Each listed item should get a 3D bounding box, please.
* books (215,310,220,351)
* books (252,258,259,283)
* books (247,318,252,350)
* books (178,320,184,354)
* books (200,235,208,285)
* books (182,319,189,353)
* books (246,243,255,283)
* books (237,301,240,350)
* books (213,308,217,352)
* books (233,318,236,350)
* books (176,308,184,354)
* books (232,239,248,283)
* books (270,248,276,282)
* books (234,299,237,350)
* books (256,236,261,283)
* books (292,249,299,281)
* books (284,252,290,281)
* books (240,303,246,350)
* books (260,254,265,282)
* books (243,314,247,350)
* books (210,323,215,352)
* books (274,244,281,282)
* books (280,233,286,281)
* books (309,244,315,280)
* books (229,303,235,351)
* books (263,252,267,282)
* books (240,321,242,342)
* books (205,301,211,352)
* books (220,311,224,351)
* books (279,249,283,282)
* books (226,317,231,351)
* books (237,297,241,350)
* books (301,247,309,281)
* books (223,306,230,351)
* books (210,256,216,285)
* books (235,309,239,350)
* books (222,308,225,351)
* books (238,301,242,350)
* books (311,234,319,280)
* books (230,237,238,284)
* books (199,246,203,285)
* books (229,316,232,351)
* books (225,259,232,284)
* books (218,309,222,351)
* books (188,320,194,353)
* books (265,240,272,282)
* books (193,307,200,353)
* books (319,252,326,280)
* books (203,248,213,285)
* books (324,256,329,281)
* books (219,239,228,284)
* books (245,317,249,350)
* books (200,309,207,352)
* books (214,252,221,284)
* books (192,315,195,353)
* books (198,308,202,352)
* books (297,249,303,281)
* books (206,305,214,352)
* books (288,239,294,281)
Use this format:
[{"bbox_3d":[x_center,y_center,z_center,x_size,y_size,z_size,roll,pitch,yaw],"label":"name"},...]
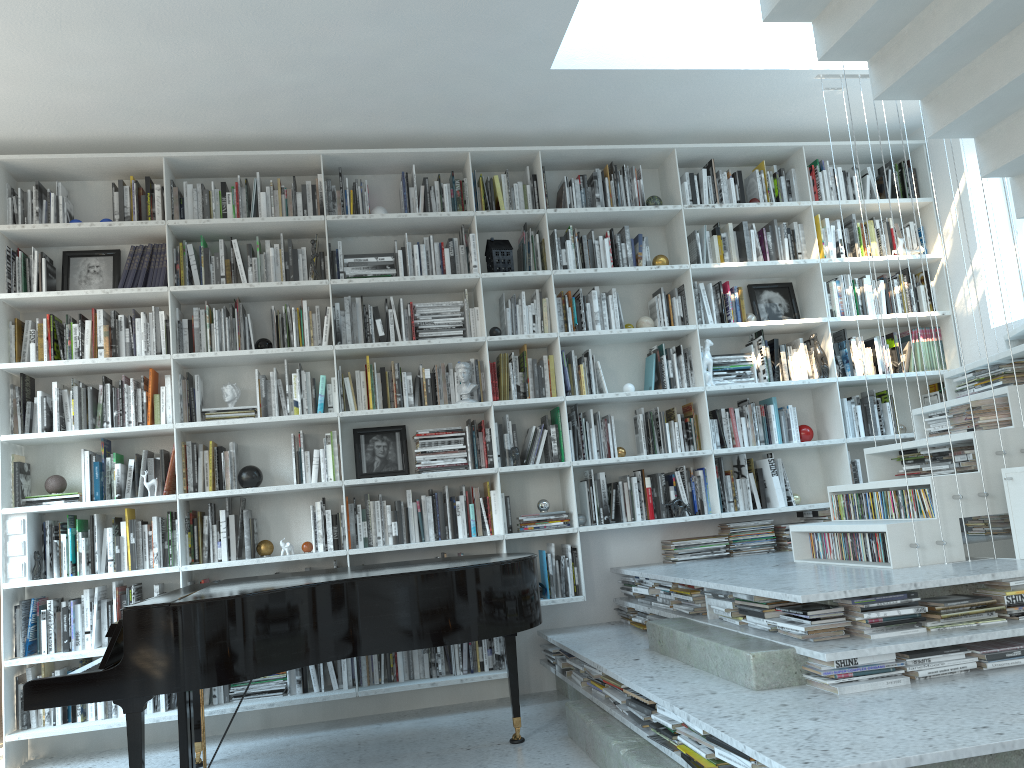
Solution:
[{"bbox_3d":[-1.617,-0.265,4.906,0.012,0.251,0.184,-4,-8,-11],"label":"books"},{"bbox_3d":[-1.440,-0.602,5.007,0.028,0.179,0.168,-4,-8,-11],"label":"books"},{"bbox_3d":[-1.465,-0.250,4.962,0.004,0.209,0.132,-4,-8,-11],"label":"books"},{"bbox_3d":[-1.810,-0.229,4.880,0.015,0.207,0.186,-4,-8,-11],"label":"books"},{"bbox_3d":[-1.714,-0.652,4.957,0.012,0.314,0.171,-4,-8,-11],"label":"books"},{"bbox_3d":[-1.793,-0.234,4.909,0.029,0.224,0.136,-4,-8,-11],"label":"books"},{"bbox_3d":[-1.472,-0.641,5.014,0.027,0.264,0.169,-4,-8,-11],"label":"books"},{"bbox_3d":[-1.520,-0.299,4.959,0.005,0.316,0.157,-4,-8,-11],"label":"books"},{"bbox_3d":[-1.627,-0.270,4.903,0.009,0.263,0.190,-4,-8,-11],"label":"books"},{"bbox_3d":[-1.538,-0.248,4.955,0.012,0.217,0.133,-4,-8,-11],"label":"books"},{"bbox_3d":[-1.829,-0.263,4.899,0.012,0.284,0.160,-4,-8,-11],"label":"books"},{"bbox_3d":[-1.520,-0.650,4.991,0.075,0.285,0.178,-4,-8,-11],"label":"books"},{"bbox_3d":[-1.345,-0.633,5.016,0.021,0.226,0.192,-4,-8,-11],"label":"books"},{"bbox_3d":[-1.533,-0.301,4.952,0.004,0.320,0.153,-4,-8,-11],"label":"books"},{"bbox_3d":[-1.426,-0.666,5.019,0.012,0.307,0.145,-4,-8,-11],"label":"books"},{"bbox_3d":[-1.225,-0.636,5.046,0.030,0.217,0.183,-4,-8,-11],"label":"books"},{"bbox_3d":[-1.276,-0.627,5.054,0.024,0.213,0.150,-4,-8,-11],"label":"books"},{"bbox_3d":[-1.492,-0.290,4.937,0.011,0.286,0.189,-4,-8,-11],"label":"books"},{"bbox_3d":[-1.409,-0.616,5.041,0.024,0.212,0.128,-4,-8,-11],"label":"books"},{"bbox_3d":[-1.486,-0.260,4.969,0.009,0.236,0.135,-4,-8,-11],"label":"books"},{"bbox_3d":[-1.646,-0.228,4.919,0.029,0.186,0.149,-4,-8,-11],"label":"books"},{"bbox_3d":[-1.326,-0.649,5.041,0.028,0.260,0.136,-4,-8,-11],"label":"books"},{"bbox_3d":[-1.294,-0.679,5.037,0.011,0.313,0.183,-4,-8,-11],"label":"books"},{"bbox_3d":[-1.141,-0.664,5.065,0.055,0.263,0.167,-4,-8,-11],"label":"books"},{"bbox_3d":[-1.548,-0.288,4.933,0.011,0.291,0.177,-4,-8,-11],"label":"books"},{"bbox_3d":[-1.387,-0.620,5.018,0.010,0.208,0.174,-4,-8,-11],"label":"books"},{"bbox_3d":[-1.502,-0.285,4.953,0.004,0.284,0.167,-4,-8,-11],"label":"books"},{"bbox_3d":[-1.681,-0.289,4.926,0.011,0.316,0.155,-4,-8,-11],"label":"books"},{"bbox_3d":[-1.600,-0.265,4.933,0.011,0.255,0.152,-4,-8,-11],"label":"books"},{"bbox_3d":[-1.304,-0.636,5.040,0.013,0.230,0.142,-4,-8,-11],"label":"books"},{"bbox_3d":[-1.565,-0.246,4.919,0.011,0.209,0.181,-4,-8,-11],"label":"books"},{"bbox_3d":[-1.515,-0.307,4.959,0.005,0.330,0.162,-4,-8,-11],"label":"books"},{"bbox_3d":[-1.181,-0.645,5.075,0.024,0.236,0.153,-4,-8,-11],"label":"books"},{"bbox_3d":[-1.580,-0.279,4.928,0.011,0.278,0.169,-4,-8,-11],"label":"books"},{"bbox_3d":[-1.664,-0.597,4.973,0.024,0.201,0.153,-4,-8,-11],"label":"books"},{"bbox_3d":[-1.522,-0.274,4.942,0.010,0.261,0.158,-4,-8,-11],"label":"books"},{"bbox_3d":[-1.588,-0.270,4.919,0.009,0.260,0.180,-4,-8,-11],"label":"books"},{"bbox_3d":[-1.508,-0.295,4.956,0.005,0.305,0.162,-4,-8,-11],"label":"books"},{"bbox_3d":[-1.127,-0.684,5.070,0.058,0.302,0.175,-4,-8,-11],"label":"books"},{"bbox_3d":[-1.569,-0.658,5.010,0.013,0.315,0.135,-4,-8,-11],"label":"books"},{"bbox_3d":[-1.724,-0.623,4.960,0.011,0.259,0.157,-4,-8,-11],"label":"books"},{"bbox_3d":[-1.559,-0.252,4.946,0.011,0.226,0.130,-4,-8,-11],"label":"books"},{"bbox_3d":[-1.585,-0.591,4.989,0.034,0.180,0.160,-4,-8,-11],"label":"books"},{"bbox_3d":[-1.611,-0.267,4.932,0.010,0.261,0.169,-4,-8,-11],"label":"books"},{"bbox_3d":[-1.767,-0.234,4.913,0.024,0.219,0.140,-4,-8,-11],"label":"books"},{"bbox_3d":[-1.375,-0.657,5.039,0.026,0.286,0.138,-4,-8,-11],"label":"books"},{"bbox_3d":[-1.730,-0.269,4.904,0.026,0.279,0.151,-4,-8,-11],"label":"books"},{"bbox_3d":[-1.085,-0.638,5.096,0.028,0.211,0.135,-4,-8,-11],"label":"books"},{"bbox_3d":[-1.690,-0.617,4.957,0.031,0.241,0.181,-4,-8,-11],"label":"books"},{"bbox_3d":[-1.063,-0.630,5.106,0.019,0.194,0.098,-4,-8,-11],"label":"books"},{"bbox_3d":[-1.616,-0.647,4.982,0.023,0.293,0.156,-4,-8,-11],"label":"books"},{"bbox_3d":[-1.474,-0.253,4.963,0.012,0.217,0.151,-4,-8,-11],"label":"books"},{"bbox_3d":[-1.693,-0.263,4.907,0.024,0.262,0.178,-4,-8,-11],"label":"books"},{"bbox_3d":[-1.638,-0.608,4.972,0.029,0.218,0.158,-4,-8,-11],"label":"books"},{"bbox_3d":[-1.748,-0.247,4.904,0.012,0.239,0.134,-4,-8,-11],"label":"books"},{"bbox_3d":[-1.711,-0.269,4.903,0.012,0.276,0.157,-4,-8,-11],"label":"books"},{"bbox_3d":[-1.201,-0.639,5.055,0.022,0.222,0.161,-4,-8,-11],"label":"books"},{"bbox_3d":[-1.666,-0.277,4.905,0.010,0.283,0.184,-4,-8,-11],"label":"books"},{"bbox_3d":[-1.257,-0.666,5.066,0.022,0.290,0.147,-4,-8,-11],"label":"books"}]
